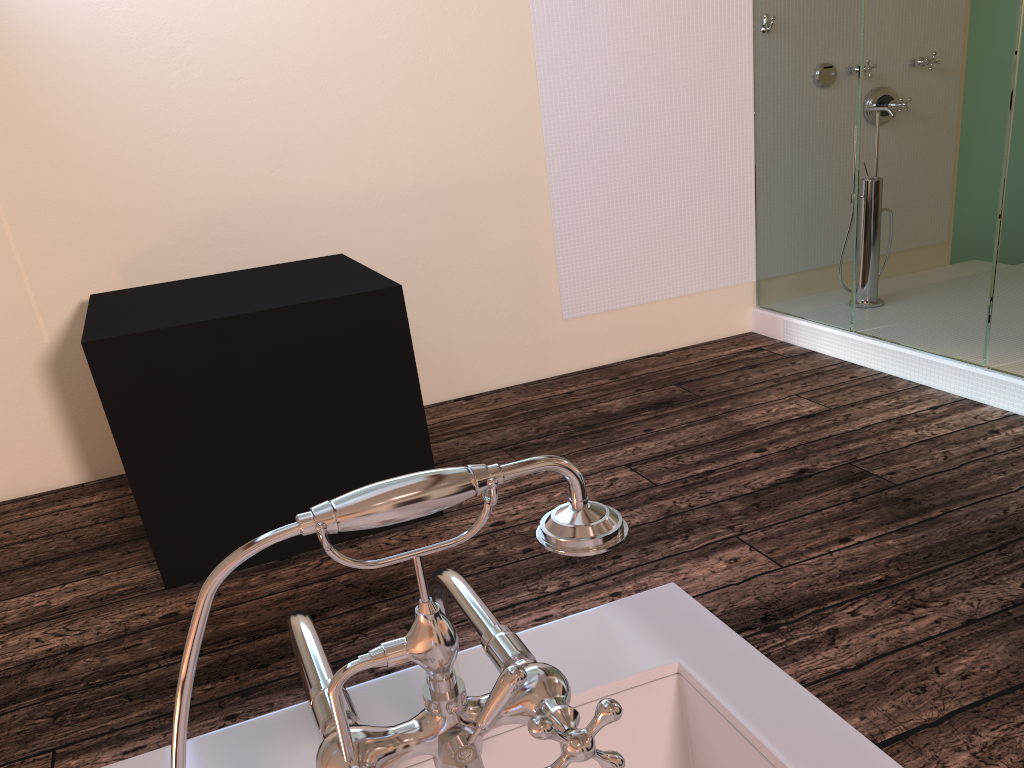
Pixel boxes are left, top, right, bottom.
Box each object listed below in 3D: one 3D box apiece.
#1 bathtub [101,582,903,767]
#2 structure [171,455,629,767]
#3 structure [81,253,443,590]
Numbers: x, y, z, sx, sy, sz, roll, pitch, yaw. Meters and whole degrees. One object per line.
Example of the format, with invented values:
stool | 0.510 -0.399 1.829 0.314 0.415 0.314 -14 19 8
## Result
bathtub | 0.306 0.997 0.170 0.796 0.703 2.193 -15 21 -19
structure | -0.059 0.559 0.939 0.384 1.135 0.546 -9 21 -5
structure | -0.822 0.076 2.940 0.867 0.872 0.792 -14 22 -19
